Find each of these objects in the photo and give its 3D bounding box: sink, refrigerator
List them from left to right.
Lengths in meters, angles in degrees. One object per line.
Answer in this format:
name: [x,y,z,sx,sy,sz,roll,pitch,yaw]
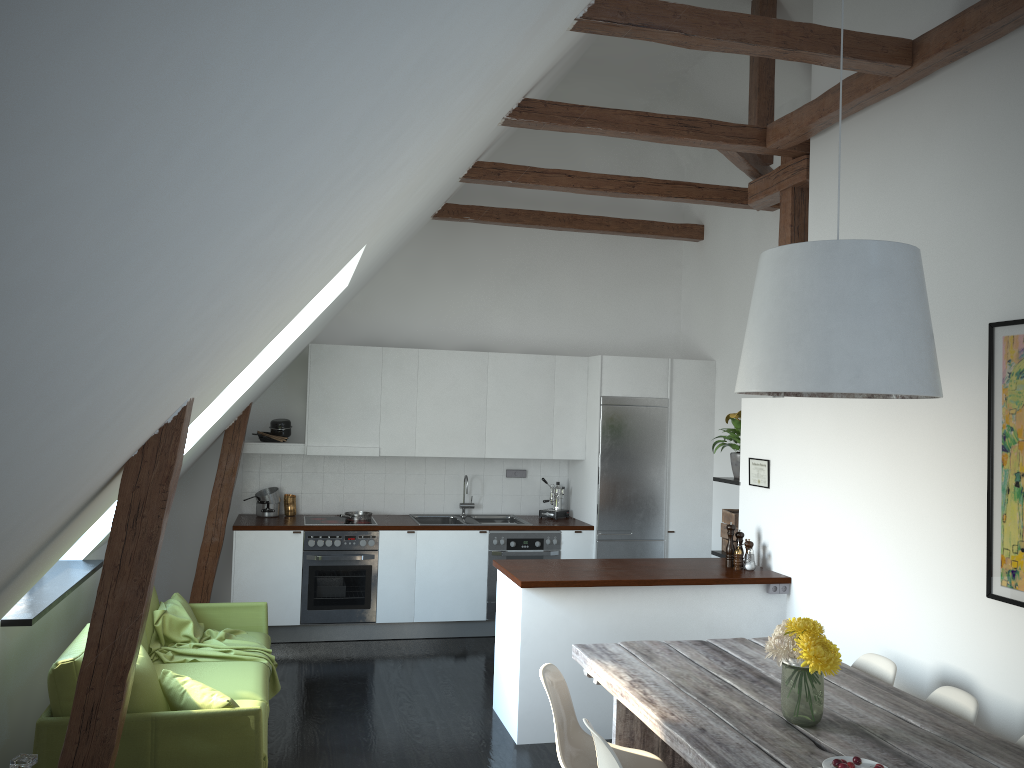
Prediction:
sink: [-0.365,1.059,7.631,0.963,0.519,0.671,2,-2,-14]
refrigerator: [1.019,1.046,7.554,0.609,1.868,0.031,2,-2,-14]

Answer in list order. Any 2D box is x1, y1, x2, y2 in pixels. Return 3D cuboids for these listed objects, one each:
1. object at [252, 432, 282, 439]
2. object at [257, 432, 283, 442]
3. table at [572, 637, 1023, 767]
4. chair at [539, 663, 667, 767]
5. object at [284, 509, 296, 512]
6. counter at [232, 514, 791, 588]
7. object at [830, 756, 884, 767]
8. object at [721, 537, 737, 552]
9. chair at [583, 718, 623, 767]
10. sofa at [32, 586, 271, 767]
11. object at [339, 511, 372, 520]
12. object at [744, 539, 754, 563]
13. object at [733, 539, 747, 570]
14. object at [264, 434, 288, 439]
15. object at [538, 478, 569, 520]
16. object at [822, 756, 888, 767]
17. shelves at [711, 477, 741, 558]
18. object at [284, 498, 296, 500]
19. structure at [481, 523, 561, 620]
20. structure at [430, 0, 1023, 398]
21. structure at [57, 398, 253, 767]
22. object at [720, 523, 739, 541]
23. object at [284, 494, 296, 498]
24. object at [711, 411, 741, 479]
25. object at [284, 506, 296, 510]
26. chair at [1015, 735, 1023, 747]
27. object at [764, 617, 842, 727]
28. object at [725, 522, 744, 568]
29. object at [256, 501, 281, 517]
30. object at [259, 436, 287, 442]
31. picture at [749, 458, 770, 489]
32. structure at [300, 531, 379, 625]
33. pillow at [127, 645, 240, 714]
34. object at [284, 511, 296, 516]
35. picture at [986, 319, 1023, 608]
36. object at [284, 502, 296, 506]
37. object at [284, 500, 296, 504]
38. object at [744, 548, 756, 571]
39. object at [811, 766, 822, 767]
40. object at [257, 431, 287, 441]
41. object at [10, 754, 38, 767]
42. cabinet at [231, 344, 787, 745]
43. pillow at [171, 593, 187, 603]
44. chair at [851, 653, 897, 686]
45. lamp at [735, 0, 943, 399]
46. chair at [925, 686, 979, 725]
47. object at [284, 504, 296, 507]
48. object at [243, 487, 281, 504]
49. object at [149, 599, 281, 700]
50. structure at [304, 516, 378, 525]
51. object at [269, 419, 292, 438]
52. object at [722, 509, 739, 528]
object: [-2.052,0.439,7.393,0.357,0.075,0.244,4,-2,-43]
object: [-1.999,0.436,7.312,0.332,0.065,0.065,0,-2,43]
table: [1.099,1.596,3.117,1.141,0.788,2.421,2,-2,-14]
chair: [0.371,1.581,3.610,0.542,0.801,0.465,1,-2,12]
object: [-1.880,1.076,7.518,0.100,0.048,0.099,2,-2,5]
counter: [-0.321,1.152,6.425,3.365,0.038,3.085,2,-2,-14]
object: [1.059,1.167,2.700,0.132,0.034,0.144,3,-2,-42]
object: [1.680,1.147,6.243,0.329,0.101,0.287,2,-2,-4]
chair: [0.506,1.568,3.049,0.542,0.801,0.465,2,-2,-13]
sofa: [-1.696,1.533,4.525,0.898,0.825,2.093,2,-2,-15]
object: [-1.334,1.097,7.402,0.351,0.061,0.232,3,-2,-40]
object: [1.499,1.074,5.613,0.058,0.184,0.058,2,-2,-17]
object: [1.429,1.066,5.569,0.080,0.192,0.058,3,-2,-30]
object: [-1.974,0.435,7.375,0.335,0.031,0.065,1,-2,34]
object: [0.359,1.018,7.955,0.206,0.370,0.353,1,-2,33]
object: [1.048,1.179,2.686,0.205,0.024,0.205,3,-2,-22]
shelves: [1.804,0.953,6.244,0.660,0.553,0.408,2,-2,-14]
object: [-1.884,0.981,7.518,0.100,0.036,0.100,1,-2,15]
structure: [0.042,1.585,7.570,0.612,0.725,0.582,2,-2,-14]
structure: [4.282,-1.749,0.668,10.230,3.562,15.910,2,-2,-8]
structure: [-1.131,0.885,1.002,1.023,1.963,12.350,2,-2,-14]
object: [1.684,1.048,6.247,0.287,0.101,0.329,2,-2,-19]
object: [-1.882,0.960,7.518,0.100,0.047,0.099,2,-2,-18]
object: [1.672,0.431,6.320,0.493,0.486,0.506,2,-2,6]
object: [-1.882,1.058,7.519,0.099,0.051,0.099,3,-2,-28]
chair: [1.643,1.601,2.962,0.542,0.801,0.465,2,-2,-18]
object: [1.040,1.021,3.167,0.233,0.365,0.293,4,-2,-43]
object: [1.422,1.023,5.654,0.123,0.283,0.061,2,-2,-14]
object: [-2.005,1.031,7.384,0.200,0.154,0.348,3,-2,-34]
object: [-1.974,0.456,7.373,0.243,0.056,0.350,3,-2,-25]
picture: [1.599,0.574,5.733,0.023,0.182,0.250,2,-2,-14]
structure: [-1.430,1.533,7.298,0.583,0.725,0.749,2,-2,-14]
pillow: [-1.409,1.325,3.809,0.600,0.387,0.475,2,-2,-17]
object: [-1.880,1.098,7.519,0.100,0.036,0.100,2,-2,-17]
picture: [2.157,0.317,3.434,0.036,1.181,0.808,2,-2,-14]
object: [-1.885,1.016,7.521,0.099,0.057,0.101,2,-2,-2]
object: [-1.884,0.998,7.517,0.100,0.036,0.100,0,-2,43]
object: [1.487,1.095,5.538,0.069,0.135,0.069,3,-2,-39]
object: [0.997,1.166,2.667,0.194,0.022,0.019,2,-2,2]
object: [-1.989,0.430,7.325,0.331,0.077,0.061,1,-2,35]
object: [-1.267,1.072,2.293,0.101,0.211,0.101,2,-2,1]
cabinet: [0.100,0.889,6.560,4.208,2.369,3.033,2,-2,-14]
pillow: [-1.963,1.413,5.242,0.210,0.275,0.462,2,-2,-16]
chair: [1.414,1.625,3.945,0.542,0.801,0.465,2,-2,-13]
lamp: [1.215,-1.362,3.234,0.697,2.813,0.757,1,-2,36]
chair: [1.526,1.614,3.485,0.542,0.801,0.465,2,-2,-8]
object: [-1.884,1.038,7.521,0.099,0.043,0.100,3,-2,-26]
object: [-2.103,0.949,7.393,0.371,0.169,0.203,3,-2,-41]
object: [-1.728,1.531,5.170,0.722,0.493,0.711,2,-2,-19]
structure: [-1.417,1.142,7.295,0.574,0.041,0.504,2,-2,-14]
object: [-1.943,0.374,7.447,0.200,0.166,0.190,0,-2,39]
object: [1.687,0.947,6.260,0.329,0.101,0.287,2,-2,-4]
